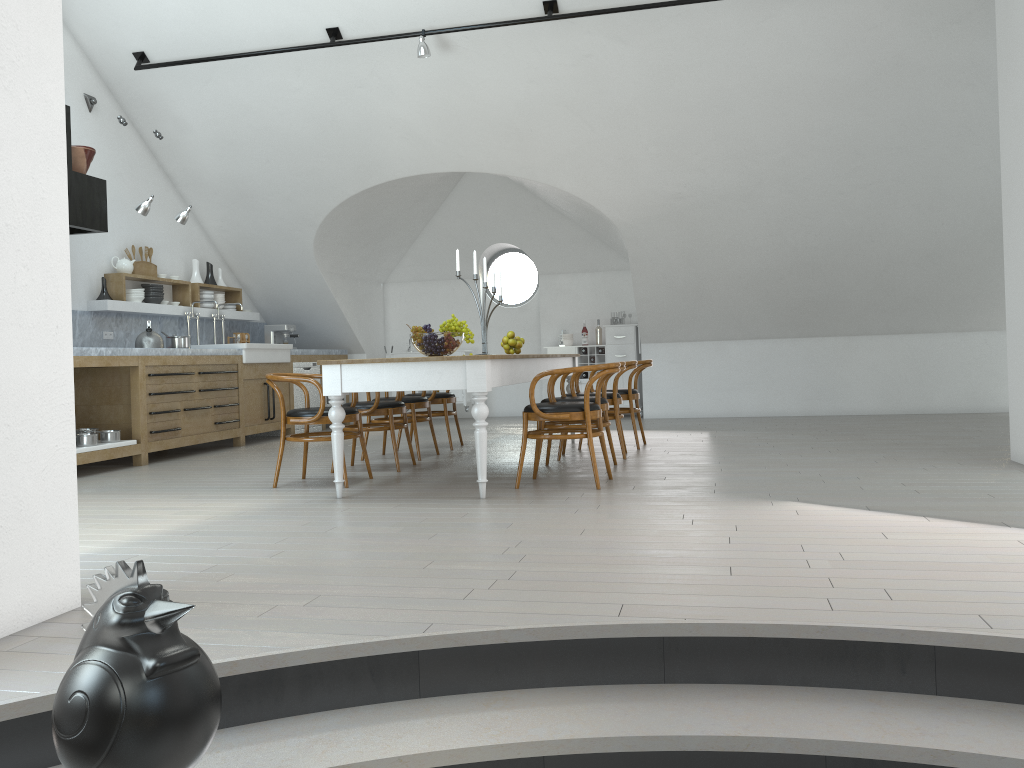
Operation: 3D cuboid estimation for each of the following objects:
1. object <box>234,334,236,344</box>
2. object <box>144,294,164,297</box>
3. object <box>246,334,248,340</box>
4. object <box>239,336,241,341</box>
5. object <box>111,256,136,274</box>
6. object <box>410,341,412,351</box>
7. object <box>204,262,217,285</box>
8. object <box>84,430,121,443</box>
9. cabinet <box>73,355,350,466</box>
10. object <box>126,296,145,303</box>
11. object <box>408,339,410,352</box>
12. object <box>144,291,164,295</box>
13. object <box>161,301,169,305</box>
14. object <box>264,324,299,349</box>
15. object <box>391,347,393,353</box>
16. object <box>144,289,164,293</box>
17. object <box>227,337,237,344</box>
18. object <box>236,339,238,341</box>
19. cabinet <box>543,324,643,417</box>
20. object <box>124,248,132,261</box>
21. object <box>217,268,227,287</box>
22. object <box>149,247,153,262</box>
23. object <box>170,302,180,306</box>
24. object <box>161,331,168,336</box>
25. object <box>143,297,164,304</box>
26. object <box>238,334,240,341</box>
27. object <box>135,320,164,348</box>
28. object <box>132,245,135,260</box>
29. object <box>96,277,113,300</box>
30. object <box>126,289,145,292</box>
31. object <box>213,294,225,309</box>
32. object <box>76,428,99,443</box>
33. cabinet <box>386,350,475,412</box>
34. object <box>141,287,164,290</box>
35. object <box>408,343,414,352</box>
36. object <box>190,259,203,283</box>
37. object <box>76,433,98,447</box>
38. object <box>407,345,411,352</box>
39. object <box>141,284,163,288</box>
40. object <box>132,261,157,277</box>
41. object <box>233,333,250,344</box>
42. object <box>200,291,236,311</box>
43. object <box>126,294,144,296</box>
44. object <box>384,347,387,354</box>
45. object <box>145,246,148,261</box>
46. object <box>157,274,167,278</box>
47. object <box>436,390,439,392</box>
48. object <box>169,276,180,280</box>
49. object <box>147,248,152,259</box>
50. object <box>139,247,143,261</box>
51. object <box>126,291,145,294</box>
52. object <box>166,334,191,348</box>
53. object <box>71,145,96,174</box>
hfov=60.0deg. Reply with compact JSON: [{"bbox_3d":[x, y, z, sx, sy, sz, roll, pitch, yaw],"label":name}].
[{"bbox_3d":[-3.168,-0.472,10.154,0.019,0.196,0.022,-2,0,1],"label":"object"},{"bbox_3d":[-3.555,-0.845,8.770,0.205,0.086,0.205,-3,2,-39],"label":"object"},{"bbox_3d":[-3.108,-0.483,10.374,0.040,0.192,0.042,-2,0,-27],"label":"object"},{"bbox_3d":[-3.138,-0.464,10.180,0.044,0.178,0.019,-2,0,-2],"label":"object"},{"bbox_3d":[-3.680,-1.119,8.398,0.174,0.169,0.168,-2,1,-3],"label":"object"},{"bbox_3d":[-1.344,-0.515,11.811,0.039,0.164,0.024,-2,0,26],"label":"object"},{"bbox_3d":[-3.343,-1.219,9.810,0.156,0.268,0.156,-2,0,17],"label":"object"},{"bbox_3d":[-3.233,0.411,7.035,0.261,0.113,0.153,-2,1,12],"label":"object"},{"bbox_3d":[-3.251,0.257,8.297,1.003,1.022,6.431,-2,2,13],"label":"cabinet"},{"bbox_3d":[-3.618,-0.804,8.495,0.181,0.064,0.181,-1,2,36],"label":"object"},{"bbox_3d":[-1.372,-0.517,11.833,0.039,0.175,0.054,-2,0,13],"label":"object"},{"bbox_3d":[-3.550,-0.873,8.772,0.205,0.086,0.205,-3,2,-34],"label":"object"},{"bbox_3d":[-3.528,-0.815,8.981,0.098,0.048,0.098,-2,1,11],"label":"object"},{"bbox_3d":[-2.744,-0.555,10.725,0.386,0.320,0.324,-2,1,13],"label":"object"},{"bbox_3d":[-1.581,-0.367,11.627,0.088,0.269,0.029,-2,0,40],"label":"object"},{"bbox_3d":[-3.556,-0.895,8.773,0.205,0.072,0.206,-2,1,0],"label":"object"},{"bbox_3d":[-3.193,-0.455,10.130,0.100,0.171,0.173,-2,1,15],"label":"object"},{"bbox_3d":[-3.150,-0.463,10.144,0.019,0.178,0.044,-2,0,-22],"label":"object"},{"bbox_3d":[1.052,-0.157,11.318,1.242,1.154,0.610,-2,0,13],"label":"cabinet"},{"bbox_3d":[-3.663,-1.181,8.552,0.016,0.259,0.199,-2,0,23],"label":"object"},{"bbox_3d":[-3.301,-1.201,10.031,0.156,0.218,0.156,-2,0,-6],"label":"object"},{"bbox_3d":[-3.592,-1.206,8.797,0.039,0.298,0.068,-2,0,13],"label":"object"},{"bbox_3d":[-3.485,-0.822,9.169,0.098,0.048,0.098,-2,1,11],"label":"object"},{"bbox_3d":[-3.182,-0.414,8.303,0.236,0.167,0.051,-2,0,8],"label":"object"},{"bbox_3d":[-3.554,-0.819,8.771,0.205,0.072,0.206,-2,1,0],"label":"object"},{"bbox_3d":[-3.134,-0.476,10.167,0.040,0.192,0.042,-2,0,-40],"label":"object"},{"bbox_3d":[-3.235,-0.441,7.905,0.246,0.268,0.246,-2,1,23],"label":"object"},{"bbox_3d":[-3.658,-1.200,8.589,0.027,0.299,0.055,-2,0,13],"label":"object"},{"bbox_3d":[-3.730,-0.869,8.108,0.156,0.218,0.156,-2,0,-6],"label":"object"},{"bbox_3d":[-3.619,-0.879,8.498,0.181,0.076,0.181,-3,2,-39],"label":"object"},{"bbox_3d":[-3.276,-0.920,9.882,0.154,0.160,0.158,-1,1,41],"label":"object"},{"bbox_3d":[-3.454,0.407,7.135,0.308,0.134,0.182,-1,1,37],"label":"object"},{"bbox_3d":[-1.061,-0.028,11.610,1.134,0.789,0.497,-2,0,13],"label":"cabinet"},{"bbox_3d":[-3.559,-0.920,8.777,0.205,0.084,0.205,-1,2,41],"label":"object"},{"bbox_3d":[-1.362,-0.481,11.825,0.101,0.138,0.067,-2,0,13],"label":"object"},{"bbox_3d":[-3.406,-1.209,9.554,0.156,0.268,0.156,-2,0,2],"label":"object"},{"bbox_3d":[-3.280,0.420,6.736,0.261,0.113,0.153,-2,1,2],"label":"object"},{"bbox_3d":[-1.360,-0.501,11.833,0.097,0.137,0.029,-2,0,16],"label":"object"},{"bbox_3d":[-3.563,-0.948,8.776,0.205,0.080,0.206,-2,1,15],"label":"object"},{"bbox_3d":[-3.618,-1.125,8.702,0.084,0.157,0.354,-2,1,13],"label":"object"},{"bbox_3d":[-3.154,-0.488,10.349,0.104,0.223,0.200,-2,1,13],"label":"object"},{"bbox_3d":[-3.300,-0.917,9.886,0.198,0.196,0.657,-2,1,13],"label":"object"},{"bbox_3d":[-3.619,-0.827,8.494,0.181,0.065,0.181,-3,2,-39],"label":"object"},{"bbox_3d":[-1.635,-0.366,11.639,0.088,0.269,0.029,-2,0,-14],"label":"object"},{"bbox_3d":[-3.604,-1.205,8.734,0.019,0.299,0.057,-2,0,13],"label":"object"},{"bbox_3d":[-3.541,-1.083,8.967,0.098,0.048,0.098,-2,1,11],"label":"object"},{"bbox_3d":[-0.946,0.065,11.526,0.082,0.083,0.317,-2,1,13],"label":"object"},{"bbox_3d":[-3.492,-1.090,9.176,0.098,0.048,0.098,-2,1,11],"label":"object"},{"bbox_3d":[-3.601,-1.207,8.837,0.030,0.294,0.057,-2,0,13],"label":"object"},{"bbox_3d":[-3.630,-1.203,8.705,0.040,0.299,0.061,-2,0,11],"label":"object"},{"bbox_3d":[-3.619,-0.851,8.497,0.181,0.069,0.181,-1,2,30],"label":"object"},{"bbox_3d":[-3.131,-0.392,8.373,0.232,0.170,0.394,-2,1,-7],"label":"object"},{"bbox_3d":[-3.547,-1.774,7.133,0.366,0.236,0.348,-1,1,31],"label":"object"}]
